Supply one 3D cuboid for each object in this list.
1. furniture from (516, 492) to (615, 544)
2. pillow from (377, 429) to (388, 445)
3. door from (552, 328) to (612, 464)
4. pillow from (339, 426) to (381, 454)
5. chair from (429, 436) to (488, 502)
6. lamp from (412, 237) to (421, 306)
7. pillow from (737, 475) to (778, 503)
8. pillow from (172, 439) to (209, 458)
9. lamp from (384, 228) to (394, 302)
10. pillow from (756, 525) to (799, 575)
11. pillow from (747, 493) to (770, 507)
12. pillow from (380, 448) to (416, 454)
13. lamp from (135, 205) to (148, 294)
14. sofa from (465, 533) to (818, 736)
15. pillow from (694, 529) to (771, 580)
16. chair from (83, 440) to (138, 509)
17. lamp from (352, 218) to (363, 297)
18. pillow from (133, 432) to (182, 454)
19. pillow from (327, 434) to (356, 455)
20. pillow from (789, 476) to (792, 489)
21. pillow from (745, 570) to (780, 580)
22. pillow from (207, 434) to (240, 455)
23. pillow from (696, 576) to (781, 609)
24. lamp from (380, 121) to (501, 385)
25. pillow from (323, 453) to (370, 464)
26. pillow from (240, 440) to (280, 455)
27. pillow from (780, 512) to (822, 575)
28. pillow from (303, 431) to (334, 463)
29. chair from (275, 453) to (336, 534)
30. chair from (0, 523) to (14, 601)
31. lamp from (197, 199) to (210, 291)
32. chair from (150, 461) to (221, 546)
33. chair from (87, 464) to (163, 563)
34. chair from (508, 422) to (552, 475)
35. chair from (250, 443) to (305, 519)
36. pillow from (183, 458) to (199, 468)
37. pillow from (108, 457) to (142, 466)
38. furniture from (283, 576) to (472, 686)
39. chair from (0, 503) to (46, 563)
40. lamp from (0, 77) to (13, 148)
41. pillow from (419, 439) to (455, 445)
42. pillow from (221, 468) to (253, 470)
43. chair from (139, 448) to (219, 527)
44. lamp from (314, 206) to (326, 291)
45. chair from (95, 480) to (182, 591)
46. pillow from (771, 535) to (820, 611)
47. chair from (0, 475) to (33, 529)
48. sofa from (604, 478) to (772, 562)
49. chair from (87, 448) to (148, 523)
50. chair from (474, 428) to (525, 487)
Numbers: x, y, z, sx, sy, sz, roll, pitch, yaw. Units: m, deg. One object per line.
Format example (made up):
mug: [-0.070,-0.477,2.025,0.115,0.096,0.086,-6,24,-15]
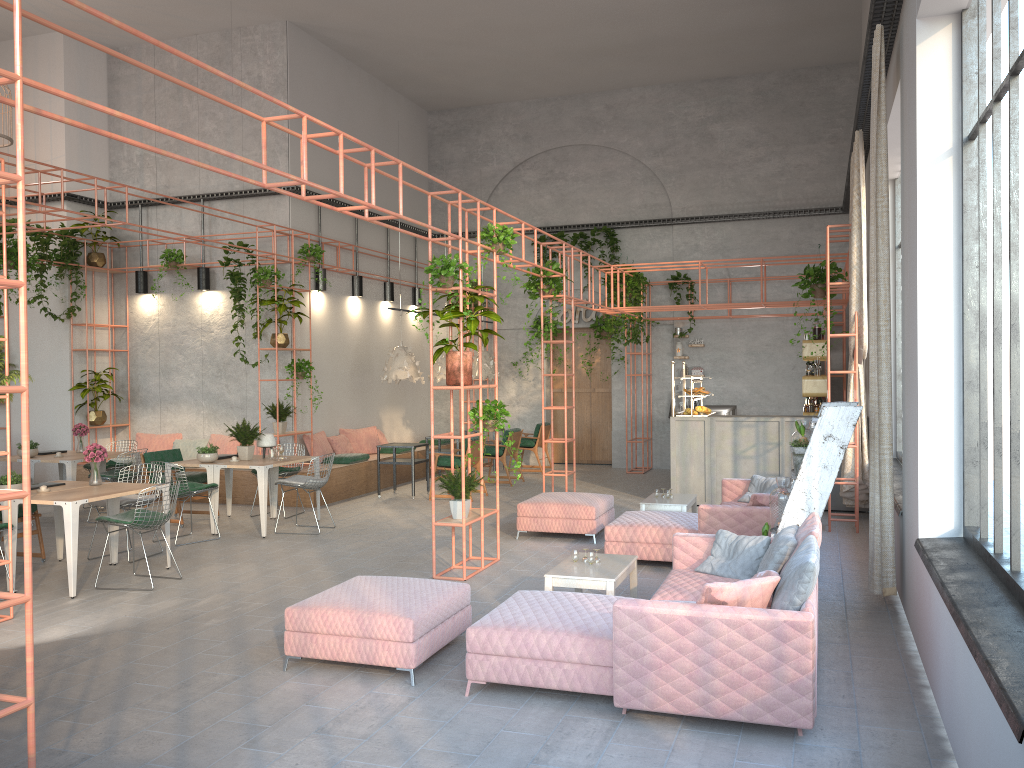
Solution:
furniture: [0.638,1.519,10.304,0.941,0.446,0.976,0,1,19]
pillow: [-2.391,1.014,15.839,0.289,0.385,0.666,0,1,15]
door: [1.510,0.236,18.141,1.360,2.729,0.551,0,1,19]
pillow: [-2.582,0.979,15.223,0.276,0.474,0.839,0,1,40]
chair: [-0.795,1.254,13.334,0.685,0.929,0.722,0,1,19]
lamp: [-1.909,-2.280,17.707,0.185,1.425,0.179,0,1,19]
pillow: [2.737,1.162,9.635,0.307,0.324,0.500,-1,1,-36]
pillow: [-5.144,1.071,14.111,0.666,0.385,0.289,0,1,15]
lamp: [-2.305,-2.259,16.566,0.185,1.425,0.179,0,1,19]
pillow: [1.783,1.175,5.974,0.289,0.385,0.666,0,1,20]
pillow: [2.358,1.153,8.191,0.495,0.349,0.308,-1,1,-21]
pillow: [-2.039,1.152,15.628,0.491,0.149,0.637,0,1,20]
lamp: [-6.001,-2.185,14.350,0.179,1.425,0.185,0,1,19]
sofa: [0.951,1.471,5.762,1.960,0.672,2.219,0,1,19]
pillow: [1.577,1.223,6.297,0.307,0.324,0.500,-1,1,-36]
chair: [-5.804,1.308,12.839,0.565,0.941,0.717,0,1,20]
lamp: [-2.698,-2.239,15.435,0.185,1.425,0.179,0,1,19]
pillow: [-5.744,1.026,14.341,0.839,0.474,0.276,-1,1,10]
pillow: [-2.812,1.036,14.628,0.289,0.385,0.666,0,1,15]
pillow: [2.942,1.115,9.313,0.289,0.385,0.666,0,1,20]
pillow: [1.399,1.225,5.260,0.441,0.317,0.479,-1,1,1]
pillow: [-4.548,1.019,13.880,0.839,0.474,0.276,0,1,40]
pillow: [1.199,1.214,4.852,0.495,0.349,0.308,-1,1,-21]
lamp: [-1.129,-2.037,15.307,0.704,4.052,4.456,0,1,19]
pillow: [-2.607,1.182,13.993,0.491,0.149,0.637,0,1,20]
pillow: [-3.933,1.063,13.690,0.666,0.385,0.289,0,1,15]
pillow: [1.920,1.143,5.912,0.276,0.474,0.839,0,1,20]
pillow: [-3.043,1.001,14.027,0.276,0.474,0.839,-1,1,10]
chair: [-2.493,1.300,10.711,0.717,0.941,0.565,0,1,15]
chair: [-4.636,1.370,7.521,0.565,0.941,0.717,0,1,35]
lamp: [-4.860,-2.193,13.953,0.179,1.425,0.185,0,1,19]
chair: [-3.739,1.322,10.156,0.565,0.941,0.717,0,1,35]
chair: [-4.034,1.338,9.278,0.565,0.941,0.717,0,1,20]
chair: [0.354,1.194,16.643,0.685,0.930,0.722,0,1,19]
chair: [-3.138,1.290,11.913,0.565,0.941,0.717,0,1,20]
pillow: [-4.960,1.214,13.625,0.637,0.149,0.491,0,1,20]
pillow: [-5.950,1.220,13.969,0.637,0.149,0.491,0,1,20]
furniture: [-0.871,1.598,5.960,0.941,0.446,0.976,0,1,19]
chair: [-5.183,1.362,8.781,0.685,0.917,0.722,0,1,19]
lamp: [-7.077,-4.950,11.623,0.883,3.476,0.883,-1,1,-18]
pillow: [-1.457,1.122,17.302,0.491,0.149,0.637,0,1,20]
pillow: [-3.999,1.208,13.291,0.637,0.149,0.491,0,1,20]
chair: [-4.286,1.315,11.416,0.685,0.917,0.722,0,1,19]
lamp: [-3.094,-2.218,14.294,0.185,1.425,0.179,0,1,19]
chair: [-3.389,1.347,8.075,0.717,0.941,0.565,0,1,15]
pillow: [1.612,1.160,5.060,0.273,0.476,0.836,0,1,20]
chair: [-6.406,1.339,11.083,0.565,0.941,0.717,0,1,35]
sofa: [2.111,1.410,9.101,1.960,0.672,2.219,0,1,19]
chair: [-5.159,1.317,11.637,0.717,0.941,0.565,0,1,15]
chair: [-0.214,1.224,15.006,0.685,0.930,0.722,0,1,19]
